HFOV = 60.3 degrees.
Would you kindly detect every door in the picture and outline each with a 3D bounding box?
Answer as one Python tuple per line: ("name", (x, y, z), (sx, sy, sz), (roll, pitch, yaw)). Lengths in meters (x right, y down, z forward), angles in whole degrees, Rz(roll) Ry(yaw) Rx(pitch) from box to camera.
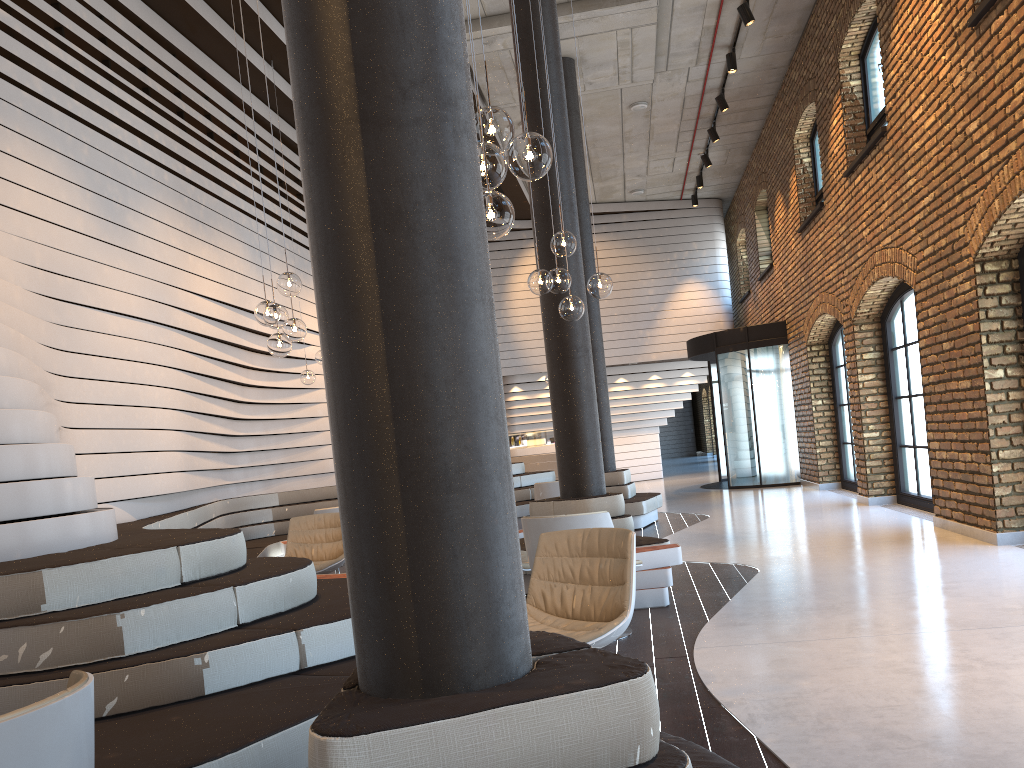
("door", (-4.331, 1.503, 12.967), (0.974, 2.111, 0.162), (-6, 2, 9))
("door", (5.018, 0.435, 16.457), (3.221, 2.859, 3.234), (-6, -1, 15))

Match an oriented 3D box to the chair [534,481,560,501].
("chair", (0.572, 1.415, 9.595), (0.659, 0.768, 0.708), (-6, -1, 9))

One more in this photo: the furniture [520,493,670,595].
("furniture", (0.342, 1.296, 7.191), (1.265, 0.723, 1.787), (-5, -3, -21))

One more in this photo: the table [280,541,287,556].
("table", (-2.292, 1.956, 10.132), (0.896, 0.371, 0.418), (-3, -3, -44))

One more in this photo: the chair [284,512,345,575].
("chair", (-1.684, 1.506, 7.454), (0.660, 0.768, 0.706), (-6, -1, 15))

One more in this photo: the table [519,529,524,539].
("table", (-0.180, 1.597, 8.197), (0.896, 0.371, 0.418), (-3, -3, -44))

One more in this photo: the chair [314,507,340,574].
("chair", (-1.828, 1.632, 9.048), (0.649, 0.768, 0.718), (-6, -1, -38))

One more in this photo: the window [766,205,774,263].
("window", (4.894, -2.814, 16.194), (0.126, 1.454, 1.565), (-6, -1, 7))

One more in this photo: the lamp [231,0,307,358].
("lamp", (-1.763, -2.516, 5.936), (0.294, 4.687, 0.542), (-6, 2, 3))

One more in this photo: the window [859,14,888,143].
("window", (3.944, -3.196, 9.265), (0.126, 1.454, 1.565), (-6, -1, 7))

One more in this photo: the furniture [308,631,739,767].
("furniture", (0.157, 0.942, 1.822), (1.276, 0.723, 1.771), (-6, -3, 3))

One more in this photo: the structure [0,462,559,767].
("structure", (-1.988, 1.382, 6.364), (5.782, 0.929, 18.194), (-6, -4, 4))

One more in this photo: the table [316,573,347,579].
("table", (-1.384, 1.606, 6.498), (0.916, 0.371, 0.409), (-9, -3, 41))

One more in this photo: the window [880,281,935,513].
("window", (4.392, 0.110, 9.373), (0.130, 2.541, 2.347), (-6, -1, 7))

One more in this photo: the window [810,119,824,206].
("window", (4.329, -3.041, 12.076), (0.126, 1.454, 1.565), (-6, -1, 7))

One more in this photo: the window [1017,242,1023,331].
("window", (3.878, -0.096, 5.624), (0.130, 2.541, 2.347), (-6, -1, 7))

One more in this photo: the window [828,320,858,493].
("window", (4.777, 0.265, 12.184), (0.130, 2.541, 2.347), (-6, -1, 7))

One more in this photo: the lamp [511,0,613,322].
("lamp", (0.161, -2.743, 5.617), (0.543, 4.687, 0.293), (-6, 2, -6))

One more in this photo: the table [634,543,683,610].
("table", (0.743, 1.351, 6.083), (0.906, 0.371, 0.413), (-6, -1, 1))

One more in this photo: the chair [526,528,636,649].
("chair", (0.225, 1.052, 3.838), (0.702, 0.768, 0.664), (-5, -1, -45))

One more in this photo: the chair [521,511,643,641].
("chair", (0.425, 1.133, 5.321), (0.662, 0.768, 0.704), (-6, -1, 26))

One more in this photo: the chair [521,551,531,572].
("chair", (-0.166, 1.258, 6.201), (0.713, 0.768, 0.653), (-6, 0, 11))

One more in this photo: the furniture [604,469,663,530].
("furniture", (1.355, 1.476, 11.330), (1.290, 0.723, 1.752), (-8, -4, 44))

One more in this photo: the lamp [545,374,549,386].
("lamp", (-0.249, -1.829, 15.588), (9.060, 4.620, 41.818), (-6, -4, 7))

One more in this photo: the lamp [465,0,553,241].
("lamp", (-0.334, -2.810, 3.082), (0.539, 4.641, 0.277), (-7, 2, -30))

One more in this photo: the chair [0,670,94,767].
("chair", (-1.257, 1.076, 1.923), (0.714, 0.768, 0.653), (-6, 0, 13))

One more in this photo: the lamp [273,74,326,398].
("lamp", (-2.255, -2.134, 9.600), (0.526, 4.726, 0.335), (-7, 2, -30))
